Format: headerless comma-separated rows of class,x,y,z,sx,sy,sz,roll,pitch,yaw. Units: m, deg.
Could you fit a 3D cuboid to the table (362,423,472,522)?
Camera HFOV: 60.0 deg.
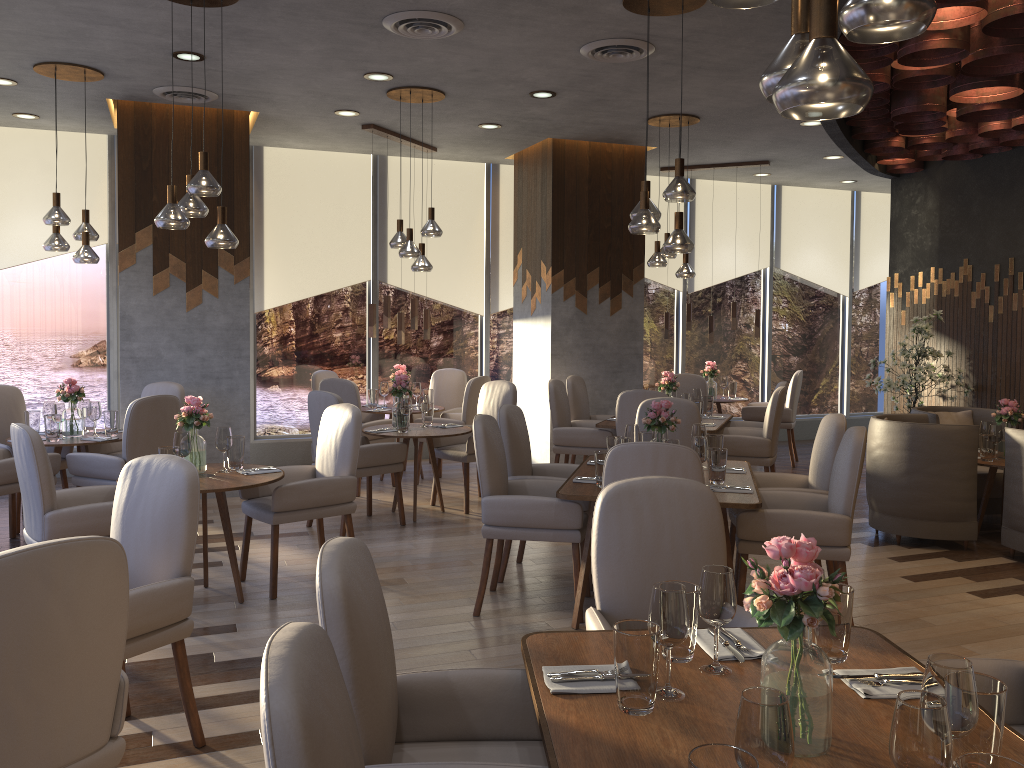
table,-0.723,0.675,6.773,0.834,0.661,0.834,4,5,43

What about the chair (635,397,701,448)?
chair,0.980,0.605,5.585,0.528,0.999,0.600,1,3,10

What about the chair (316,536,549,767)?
chair,-0.124,0.853,1.976,0.600,0.999,0.529,0,3,-2

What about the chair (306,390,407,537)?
chair,-1.135,0.532,6.383,0.600,0.999,0.528,-2,4,-45

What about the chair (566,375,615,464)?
chair,0.805,0.430,8.028,0.600,0.999,0.529,2,3,22

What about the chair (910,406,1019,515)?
chair,3.402,0.613,6.851,0.774,0.836,0.596,0,3,-11

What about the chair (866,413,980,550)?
chair,2.781,0.657,6.158,0.595,0.836,0.775,0,3,-1

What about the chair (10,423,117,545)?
chair,-2.092,0.671,4.325,0.600,0.999,0.529,-2,3,-40

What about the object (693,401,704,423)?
object,1.525,0.230,7.298,0.102,0.178,0.102,-1,3,-31

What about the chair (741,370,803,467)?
chair,2.777,0.343,9.451,0.600,0.999,0.529,2,3,22

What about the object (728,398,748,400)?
object,2.421,0.157,9.589,0.255,0.019,0.157,2,4,17

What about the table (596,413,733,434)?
table,1.324,0.633,7.556,0.965,0.665,1.309,2,4,20

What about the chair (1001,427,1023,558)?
chair,3.540,0.711,5.479,0.774,0.836,0.596,0,3,-6

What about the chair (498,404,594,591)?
chair,0.227,0.627,5.185,0.600,0.999,0.529,1,3,15

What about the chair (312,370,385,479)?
chair,-1.604,0.372,8.585,0.600,0.999,0.529,2,3,22

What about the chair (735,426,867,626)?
chair,1.404,0.696,4.339,0.600,0.999,0.529,1,3,15

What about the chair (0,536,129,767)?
chair,-1.256,0.833,2.132,0.600,0.999,0.528,2,3,35

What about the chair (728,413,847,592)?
chair,1.510,0.657,4.898,0.600,0.999,0.529,1,3,8

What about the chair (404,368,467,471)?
chair,-0.758,0.354,8.918,0.528,0.999,0.600,2,3,26

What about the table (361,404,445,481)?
table,-1.054,0.558,8.380,0.834,0.661,0.835,0,3,-1

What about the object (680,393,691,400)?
object,1.419,0.199,7.270,0.092,0.244,0.092,-1,3,-25

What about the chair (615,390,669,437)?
chair,1.060,0.522,6.753,0.528,0.999,0.600,1,3,22

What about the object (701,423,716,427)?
object,1.509,0.322,7.135,0.255,0.019,0.157,2,4,23

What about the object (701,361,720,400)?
object,2.154,-0.043,9.595,0.198,0.415,0.210,-2,4,-44

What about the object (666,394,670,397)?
object,1.240,0.204,7.182,0.092,0.244,0.092,0,3,-19

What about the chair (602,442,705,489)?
chair,0.651,0.718,3.950,0.528,0.999,0.600,1,3,15

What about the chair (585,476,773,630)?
chair,0.489,0.814,2.580,0.528,0.999,0.600,0,3,-7

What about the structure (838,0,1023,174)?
structure,2.775,-1.787,3.311,2.755,0.556,9.468,1,4,9

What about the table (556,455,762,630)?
table,0.807,0.826,4.779,0.965,0.665,1.309,1,4,12

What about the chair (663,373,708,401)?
chair,1.593,0.415,8.318,0.528,0.999,0.600,1,3,17

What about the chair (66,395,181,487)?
chair,-2.539,0.558,5.868,0.600,0.999,0.529,2,3,26

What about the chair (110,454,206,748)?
chair,-1.397,0.771,2.986,0.528,0.999,0.600,2,3,32

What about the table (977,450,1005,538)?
table,3.462,0.797,6.204,0.834,0.561,0.835,-1,4,-28

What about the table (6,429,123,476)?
table,-3.072,0.696,6.225,0.834,0.661,0.835,-2,4,-35

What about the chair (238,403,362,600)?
chair,-1.187,0.626,5.053,0.600,0.999,0.529,-2,3,-40

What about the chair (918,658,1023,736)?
chair,1.188,0.856,2.074,0.600,0.999,0.529,0,3,-9

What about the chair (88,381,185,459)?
chair,-2.812,0.497,6.690,0.528,0.999,0.600,2,3,23

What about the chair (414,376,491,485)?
chair,-0.518,0.415,8.084,0.600,0.999,0.529,2,3,25

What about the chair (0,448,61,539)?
chair,-3.284,0.569,5.630,0.528,0.999,0.600,2,3,22

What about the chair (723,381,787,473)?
chair,2.032,0.470,7.586,0.600,0.999,0.529,1,3,15

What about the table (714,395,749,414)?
table,2.167,0.485,9.744,0.834,0.661,0.835,-2,4,-30

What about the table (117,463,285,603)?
table,-1.635,0.815,4.697,0.834,0.661,0.835,2,4,29

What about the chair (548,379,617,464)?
chair,0.610,0.466,7.497,0.600,0.999,0.529,1,3,17

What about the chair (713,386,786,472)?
chair,1.856,0.507,7.044,0.600,0.999,0.529,2,3,22

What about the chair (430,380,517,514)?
chair,-0.289,0.482,7.178,0.600,0.999,0.528,-2,4,-44

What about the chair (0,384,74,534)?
chair,-3.569,0.512,6.402,0.600,0.999,0.529,2,3,26

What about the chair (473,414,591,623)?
chair,0.100,0.665,4.634,0.600,0.999,0.529,1,3,10

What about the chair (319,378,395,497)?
chair,-1.366,0.431,7.779,0.528,0.999,0.600,2,3,29

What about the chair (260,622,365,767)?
chair,-0.085,0.893,1.412,0.600,0.999,0.529,0,3,-7

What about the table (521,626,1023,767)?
table,0.546,1.039,1.758,0.964,0.665,1.309,0,4,-4
